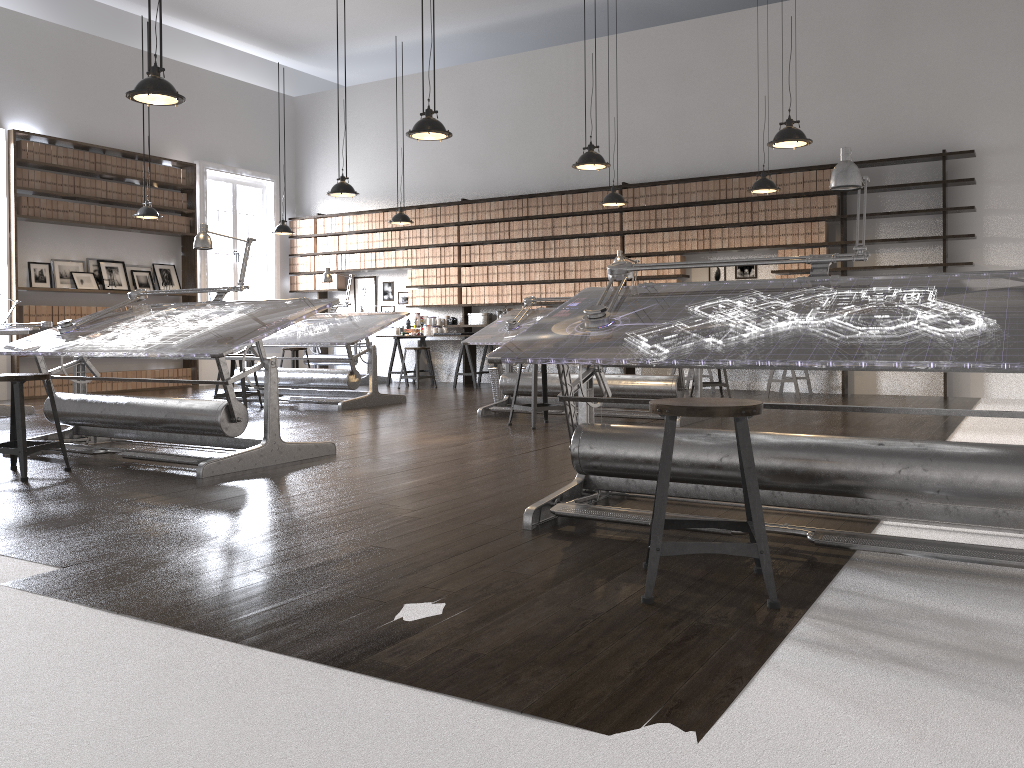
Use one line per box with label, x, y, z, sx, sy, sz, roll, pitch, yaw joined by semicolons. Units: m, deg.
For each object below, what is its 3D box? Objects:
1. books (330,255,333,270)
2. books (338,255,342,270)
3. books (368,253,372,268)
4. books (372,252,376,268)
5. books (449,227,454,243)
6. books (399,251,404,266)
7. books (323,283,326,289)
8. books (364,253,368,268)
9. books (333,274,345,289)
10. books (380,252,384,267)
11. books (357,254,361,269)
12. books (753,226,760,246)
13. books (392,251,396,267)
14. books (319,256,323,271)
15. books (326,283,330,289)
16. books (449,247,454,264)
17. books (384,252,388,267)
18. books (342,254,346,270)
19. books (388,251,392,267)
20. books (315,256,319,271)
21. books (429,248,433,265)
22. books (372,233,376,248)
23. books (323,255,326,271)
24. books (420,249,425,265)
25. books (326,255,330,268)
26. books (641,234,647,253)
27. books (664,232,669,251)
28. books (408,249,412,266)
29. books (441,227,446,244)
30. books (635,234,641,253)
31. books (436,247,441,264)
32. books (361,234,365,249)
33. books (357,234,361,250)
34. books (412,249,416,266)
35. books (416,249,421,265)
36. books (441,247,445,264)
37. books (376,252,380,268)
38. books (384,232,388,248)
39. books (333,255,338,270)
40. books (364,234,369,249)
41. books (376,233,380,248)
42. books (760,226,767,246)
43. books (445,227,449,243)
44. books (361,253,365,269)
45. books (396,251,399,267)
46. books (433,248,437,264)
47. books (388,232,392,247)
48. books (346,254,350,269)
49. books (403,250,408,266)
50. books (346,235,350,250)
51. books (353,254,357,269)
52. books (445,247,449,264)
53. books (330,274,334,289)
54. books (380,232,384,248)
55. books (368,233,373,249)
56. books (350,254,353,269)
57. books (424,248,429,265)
books;-2.588;-1.777;13.000;0.067;0.225;0.175;0;2;31
books;-2.458;-1.766;12.921;0.067;0.225;0.175;0;2;31
books;-1.971;-1.753;12.634;0.067;0.225;0.175;0;2;31
books;-1.910;-1.751;12.591;0.067;0.225;0.175;0;2;31
books;-0.768;-1.995;11.908;0.067;0.225;0.175;0;2;31
books;-1.492;-1.740;12.345;0.067;0.225;0.175;0;2;31
books;-2.709;-1.503;13.077;0.067;0.225;0.175;0;2;31
books;-2.028;-1.755;12.666;0.067;0.225;0.175;0;2;31
books;-2.532;-1.498;12.971;0.067;0.225;0.175;0;2;31
books;-1.784;-1.748;12.517;0.067;0.225;0.174;0;2;31
books;-2.147;-1.758;12.731;0.067;0.225;0.175;0;2;31
books;2.734;-1.632;9.818;0.067;0.225;0.175;0;2;31
books;-1.605;-1.743;12.409;0.067;0.225;0.175;0;2;31
books;-2.773;-1.782;13.109;0.067;0.225;0.174;0;2;31
books;-2.654;-1.501;13.039;0.067;0.225;0.175;0;2;31
books;-0.768;-1.728;11.911;0.067;0.225;0.174;0;2;31
books;-1.721;-1.746;12.484;0.067;0.225;0.174;0;2;31
books;-2.388;-1.764;12.877;0.067;0.225;0.175;0;2;31
books;-1.660;-1.745;12.448;0.067;0.225;0.175;0;2;31
books;-2.837;-1.783;13.143;0.067;0.225;0.175;0;2;31
books;-1.058;-1.735;12.085;0.067;0.225;0.175;0;2;31
books;-1.904;-2.026;12.591;0.067;0.225;0.174;0;2;31
books;-2.711;-1.780;13.077;0.067;0.225;0.174;0;2;31
books;-1.180;-1.739;12.160;0.067;0.225;0.175;0;2;31
books;-2.652;-1.779;13.039;0.067;0.225;0.175;0;2;31
books;1.594;-1.663;10.502;0.067;0.225;0.174;0;2;31
books;1.837;-1.656;10.357;0.067;0.225;0.175;0;2;31
books;-1.365;-1.743;12.264;0.067;0.225;0.175;0;2;31
books;-0.881;-1.998;11.972;0.067;0.225;0.175;0;2;31
books;1.530;-1.665;10.536;0.067;0.225;0.175;0;2;31
books;-0.949;-1.732;12.016;0.067;0.225;0.175;0;2;31
books;-2.088;-2.031;12.696;0.067;0.225;0.175;0;2;31
books;-2.141;-2.033;12.730;0.067;0.225;0.175;0;2;31
books;-1.301;-1.742;12.230;0.067;0.225;0.174;0;2;31
books;-1.239;-1.741;12.198;0.067;0.225;0.174;0;2;31
books;-0.888;-1.731;11.987;0.067;0.225;0.175;0;2;31
books;-1.843;-1.750;12.558;0.067;0.225;0.175;0;2;31
books;-1.723;-2.021;12.475;0.067;0.225;0.175;0;2;31
books;-2.536;-1.775;12.964;0.067;0.225;0.175;0;2;31
books;-2.027;-2.029;12.658;0.067;0.225;0.175;0;2;31
books;-1.846;-2.024;12.552;0.067;0.225;0.174;0;2;31
books;2.798;-1.631;9.783;0.067;0.225;0.174;0;2;31
books;-0.822;-1.997;11.942;0.067;0.225;0.175;0;2;31
books;-2.085;-1.756;12.694;0.067;0.225;0.175;0;2;31
books;-1.546;-1.742;12.378;0.067;0.225;0.175;0;2;31
books;-1.004;-1.734;12.055;0.067;0.225;0.175;0;2;31
books;-1.667;-2.020;12.446;0.067;0.225;0.175;0;2;31
books;-2.326;-1.763;12.845;0.067;0.225;0.175;0;2;31
books;-1.431;-1.738;12.306;0.067;0.225;0.175;0;2;31
books;-2.317;-2.037;12.836;0.067;0.225;0.174;0;2;31
books;-2.207;-1.759;12.771;0.067;0.225;0.174;0;2;31
books;-0.827;-1.729;11.950;0.067;0.225;0.174;0;2;31
books;-2.591;-1.500;13.009;0.067;0.225;0.174;0;2;31
books;-1.785;-2.023;12.512;0.067;0.225;0.175;0;2;31
books;-1.965;-2.028;12.625;0.067;0.225;0.175;0;2;31
books;-2.265;-1.761;12.811;0.067;0.225;0.174;0;2;31
books;-1.122;-1.737;12.121;0.067;0.225;0.175;0;2;31
